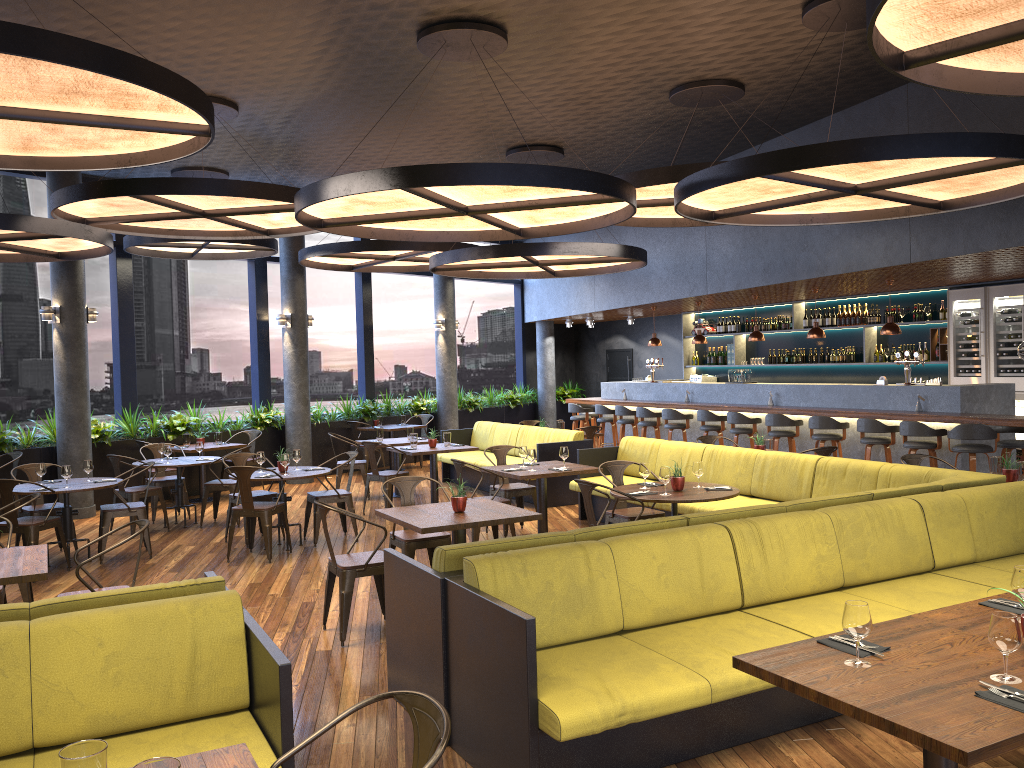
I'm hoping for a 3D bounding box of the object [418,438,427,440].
[{"bbox_3d":[-1.301,0.770,12.514,0.157,0.019,0.255,-2,2,-28],"label":"object"}]

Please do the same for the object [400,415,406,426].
[{"bbox_3d":[-1.895,0.639,15.446,0.102,0.178,0.102,-3,2,-36],"label":"object"}]

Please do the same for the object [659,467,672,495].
[{"bbox_3d":[1.175,0.744,6.794,0.097,0.206,0.097,-1,1,11],"label":"object"}]

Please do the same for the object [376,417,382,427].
[{"bbox_3d":[-2.284,0.653,15.278,0.102,0.178,0.102,0,2,44],"label":"object"}]

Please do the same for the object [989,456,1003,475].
[{"bbox_3d":[3.891,0.673,7.124,0.102,0.178,0.102,-3,2,-42],"label":"object"}]

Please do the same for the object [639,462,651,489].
[{"bbox_3d":[1.073,0.739,7.165,0.097,0.206,0.097,-2,1,-3],"label":"object"}]

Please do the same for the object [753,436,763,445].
[{"bbox_3d":[2.649,0.652,9.527,0.102,0.178,0.102,-1,1,8],"label":"object"}]

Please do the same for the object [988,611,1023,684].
[{"bbox_3d":[1.552,0.827,2.789,0.097,0.206,0.097,-1,1,18],"label":"object"}]

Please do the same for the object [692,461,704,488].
[{"bbox_3d":[1.499,0.728,7.136,0.097,0.206,0.097,-1,1,14],"label":"object"}]

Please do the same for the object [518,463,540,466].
[{"bbox_3d":[0.181,0.814,9.028,0.157,0.019,0.255,-2,1,-27],"label":"object"}]

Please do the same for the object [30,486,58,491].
[{"bbox_3d":[-4.269,0.956,8.120,0.157,0.019,0.255,-1,1,15],"label":"object"}]

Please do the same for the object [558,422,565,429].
[{"bbox_3d":[0.707,0.632,12.667,0.102,0.178,0.102,-3,2,-42],"label":"object"}]

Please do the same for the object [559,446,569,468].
[{"bbox_3d":[0.512,0.718,8.690,0.097,0.206,0.097,-3,2,-36],"label":"object"}]

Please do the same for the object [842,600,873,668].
[{"bbox_3d":[1.154,0.834,2.963,0.097,0.206,0.097,-1,1,18],"label":"object"}]

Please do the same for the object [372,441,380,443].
[{"bbox_3d":[-1.905,0.793,12.235,0.157,0.019,0.255,-2,2,-28],"label":"object"}]

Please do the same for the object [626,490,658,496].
[{"bbox_3d":[1.018,0.841,6.866,0.255,0.019,0.157,-2,1,-25],"label":"object"}]

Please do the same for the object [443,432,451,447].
[{"bbox_3d":[-0.821,0.707,11.249,0.102,0.178,0.102,-1,2,28],"label":"object"}]

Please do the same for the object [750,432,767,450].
[{"bbox_3d":[2.603,0.612,9.306,0.238,0.271,0.260,-2,1,-6],"label":"object"}]

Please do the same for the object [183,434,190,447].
[{"bbox_3d":[-4.517,0.783,12.313,0.102,0.178,0.102,0,2,44],"label":"object"}]

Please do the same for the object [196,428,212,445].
[{"bbox_3d":[-4.359,0.729,12.438,0.260,0.271,0.238,-2,1,-12],"label":"object"}]

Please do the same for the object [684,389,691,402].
[{"bbox_3d":[2.810,0.188,14.199,0.114,0.203,0.069,-1,1,23],"label":"object"}]

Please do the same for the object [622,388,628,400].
[{"bbox_3d":[1.993,0.175,15.732,0.114,0.203,0.069,-1,1,20],"label":"object"}]

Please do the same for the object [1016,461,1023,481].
[{"bbox_3d":[3.896,0.682,6.748,0.102,0.178,0.102,-3,2,-42],"label":"object"}]

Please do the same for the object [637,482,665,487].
[{"bbox_3d":[1.158,0.827,7.320,0.157,0.019,0.255,-2,1,-21],"label":"object"}]

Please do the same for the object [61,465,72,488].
[{"bbox_3d":[-4.115,0.857,8.194,0.097,0.206,0.097,-2,1,-12],"label":"object"}]

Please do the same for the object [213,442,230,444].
[{"bbox_3d":[-4.134,0.844,12.657,0.255,0.019,0.157,-1,2,38],"label":"object"}]

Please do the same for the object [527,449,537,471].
[{"bbox_3d":[0.192,0.731,8.531,0.097,0.206,0.097,-2,1,-27],"label":"object"}]

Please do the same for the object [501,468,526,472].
[{"bbox_3d":[0.033,0.828,8.598,0.255,0.019,0.157,-2,1,-27],"label":"object"}]

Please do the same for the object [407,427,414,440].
[{"bbox_3d":[-1.420,0.696,12.394,0.102,0.178,0.102,-1,2,38],"label":"object"}]

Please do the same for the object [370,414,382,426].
[{"bbox_3d":[-2.397,0.603,15.567,0.260,0.271,0.238,-2,1,-26],"label":"object"}]

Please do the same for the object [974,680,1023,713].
[{"bbox_3d":[1.490,0.926,2.630,0.157,0.019,0.255,-2,1,-27],"label":"object"}]

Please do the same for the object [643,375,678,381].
[{"bbox_3d":[2.824,-0.127,16.910,0.766,0.106,0.200,-2,1,-28],"label":"object"}]

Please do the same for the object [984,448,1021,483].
[{"bbox_3d":[3.856,0.633,6.888,0.260,0.271,0.238,-2,1,-26],"label":"object"}]

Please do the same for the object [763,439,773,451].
[{"bbox_3d":[2.643,0.661,9.140,0.102,0.178,0.102,-3,2,-42],"label":"object"}]

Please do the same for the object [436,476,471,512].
[{"bbox_3d":[-0.384,0.764,6.253,0.260,0.271,0.238,-1,1,8],"label":"object"}]

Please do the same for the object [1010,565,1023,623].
[{"bbox_3d":[1.958,0.802,3.385,0.097,0.206,0.097,-1,1,18],"label":"object"}]

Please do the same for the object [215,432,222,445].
[{"bbox_3d":[-4.128,0.768,12.481,0.102,0.178,0.102,-3,2,-36],"label":"object"}]

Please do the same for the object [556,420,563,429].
[{"bbox_3d":[0.709,0.622,13.091,0.102,0.178,0.102,-1,1,8],"label":"object"}]

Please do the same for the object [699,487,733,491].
[{"bbox_3d":[1.605,0.822,6.998,0.255,0.019,0.157,-1,1,5],"label":"object"}]

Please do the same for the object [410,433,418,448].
[{"bbox_3d":[-1.245,0.718,11.252,0.102,0.178,0.102,-2,1,-22],"label":"object"}]

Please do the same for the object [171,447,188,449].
[{"bbox_3d":[-4.574,0.868,12.160,0.255,0.019,0.157,-1,2,38],"label":"object"}]

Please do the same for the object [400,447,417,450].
[{"bbox_3d":[-1.305,0.803,11.091,0.157,0.019,0.255,-2,2,-28],"label":"object"}]

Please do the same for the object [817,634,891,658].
[{"bbox_3d":[1.221,0.922,3.127,0.157,0.019,0.255,-2,1,-27],"label":"object"}]

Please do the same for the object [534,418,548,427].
[{"bbox_3d":[0.435,0.592,12.721,0.238,0.271,0.260,-2,1,-22],"label":"object"}]

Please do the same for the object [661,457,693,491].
[{"bbox_3d":[1.307,0.701,6.979,0.238,0.271,0.260,-2,1,-6],"label":"object"}]

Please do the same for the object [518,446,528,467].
[{"bbox_3d":[0.114,0.725,8.864,0.097,0.206,0.097,-3,2,-36],"label":"object"}]

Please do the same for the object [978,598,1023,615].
[{"bbox_3d":[2.026,0.890,3.549,0.157,0.019,0.255,-2,1,-27],"label":"object"}]

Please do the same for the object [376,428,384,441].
[{"bbox_3d":[-1.844,0.708,12.396,0.102,0.178,0.102,-1,2,38],"label":"object"}]

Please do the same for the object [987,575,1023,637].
[{"bbox_3d":[1.826,0.777,3.072,0.238,0.271,0.260,-2,1,-6],"label":"object"}]

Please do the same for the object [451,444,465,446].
[{"bbox_3d":[-0.702,0.780,11.370,0.157,0.019,0.255,-2,2,-28],"label":"object"}]

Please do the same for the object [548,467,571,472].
[{"bbox_3d":[0.450,0.818,8.531,0.157,0.019,0.255,-2,1,-27],"label":"object"}]

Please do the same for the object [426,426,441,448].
[{"bbox_3d":[-0.997,0.666,11.218,0.238,0.271,0.260,-1,1,11],"label":"object"}]
